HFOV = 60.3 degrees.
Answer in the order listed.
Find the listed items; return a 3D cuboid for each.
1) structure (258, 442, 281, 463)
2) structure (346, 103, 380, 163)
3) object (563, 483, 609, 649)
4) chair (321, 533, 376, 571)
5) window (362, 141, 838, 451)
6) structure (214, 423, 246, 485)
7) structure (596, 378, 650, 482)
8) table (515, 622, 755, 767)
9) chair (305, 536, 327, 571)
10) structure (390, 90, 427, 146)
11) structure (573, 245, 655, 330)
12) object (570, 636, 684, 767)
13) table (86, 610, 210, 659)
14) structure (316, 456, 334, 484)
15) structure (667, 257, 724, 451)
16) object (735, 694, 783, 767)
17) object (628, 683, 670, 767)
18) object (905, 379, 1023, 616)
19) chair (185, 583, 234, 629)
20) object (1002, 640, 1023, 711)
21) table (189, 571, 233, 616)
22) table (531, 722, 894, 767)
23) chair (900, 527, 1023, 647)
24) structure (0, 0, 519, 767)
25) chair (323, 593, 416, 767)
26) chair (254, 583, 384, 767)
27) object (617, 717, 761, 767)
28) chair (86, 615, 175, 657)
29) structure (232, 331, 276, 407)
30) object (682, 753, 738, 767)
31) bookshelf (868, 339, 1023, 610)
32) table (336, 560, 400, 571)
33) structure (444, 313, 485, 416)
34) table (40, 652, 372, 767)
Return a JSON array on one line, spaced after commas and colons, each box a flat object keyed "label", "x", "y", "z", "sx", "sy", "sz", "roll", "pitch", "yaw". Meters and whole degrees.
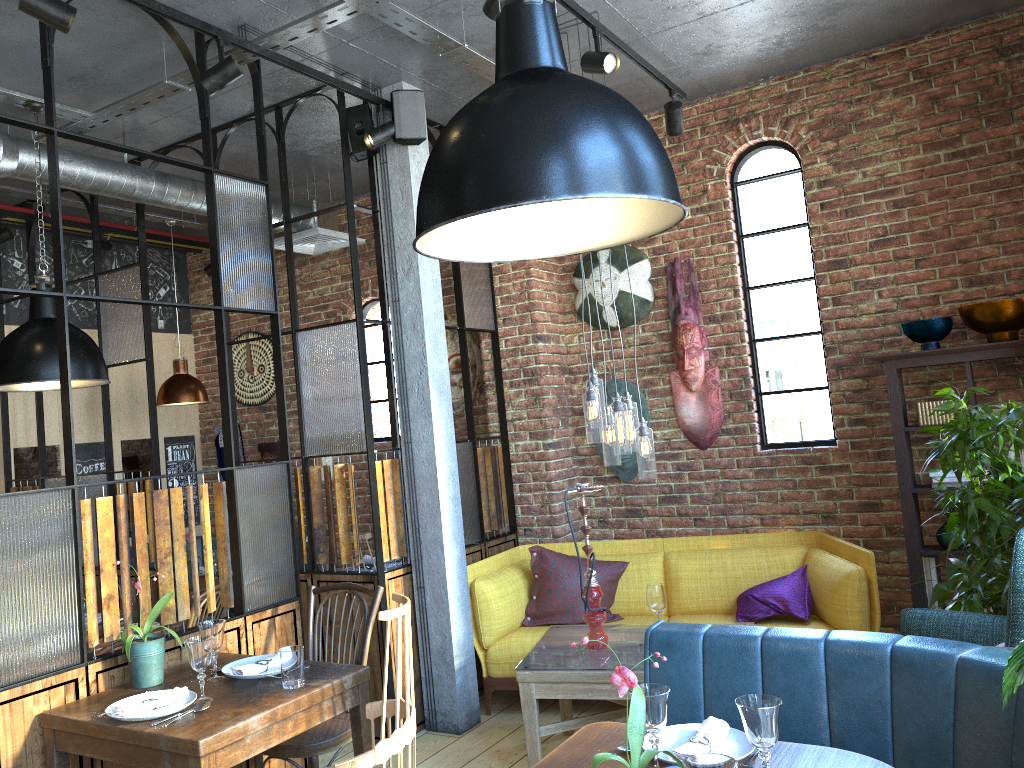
[{"label": "structure", "x": -1.890, "y": 0.788, "z": 7.032, "sx": 0.271, "sy": 0.657, "sz": 0.153, "roll": -8, "pitch": -5, "yaw": 32}, {"label": "structure", "x": -0.797, "y": -1.319, "z": 4.645, "sx": 0.186, "sy": 0.268, "sz": 0.164, "roll": -6, "pitch": -4, "yaw": 4}, {"label": "object", "x": 0.322, "y": 0.787, "z": 3.801, "sx": 0.175, "sy": 0.706, "sz": 0.251, "roll": -7, "pitch": -5, "yaw": 22}, {"label": "chair", "x": -0.787, "y": 1.293, "z": 4.729, "sx": 0.551, "sy": 1.008, "sz": 0.437, "roll": -7, "pitch": -4, "yaw": 18}, {"label": "window", "x": 0.908, "y": -0.477, "z": 2.583, "sx": 3.423, "sy": 2.435, "sz": 8.551, "roll": -5, "pitch": -3, "yaw": -5}, {"label": "structure", "x": -2.375, "y": 0.618, "z": 7.358, "sx": 0.337, "sy": 0.560, "sz": 0.109, "roll": -8, "pitch": -5, "yaw": 32}, {"label": "structure", "x": 0.662, "y": 0.283, "z": 5.409, "sx": 0.382, "sy": 0.641, "sz": 0.099, "roll": -8, "pitch": -5, "yaw": 33}, {"label": "table", "x": 0.578, "y": 1.371, "z": 3.767, "sx": 0.960, "sy": 0.509, "sz": 0.729, "roll": -6, "pitch": -3, "yaw": 17}, {"label": "chair", "x": -0.987, "y": 1.381, "z": 5.462, "sx": 0.519, "sy": 0.917, "sz": 0.406, "roll": -5, "pitch": -4, "yaw": -3}, {"label": "structure", "x": -0.534, "y": -1.350, "z": 4.474, "sx": 0.161, "sy": 0.268, "sz": 0.189, "roll": -4, "pitch": -4, "yaw": -19}, {"label": "structure", "x": 0.616, "y": -0.599, "z": 5.455, "sx": 0.553, "sy": 0.522, "sz": 0.141, "roll": -8, "pitch": -5, "yaw": 32}, {"label": "object", "x": 0.240, "y": 0.683, "z": 1.671, "sx": 0.208, "sy": 0.432, "sz": 0.142, "roll": -2, "pitch": -5, "yaw": -40}, {"label": "table", "x": -1.955, "y": 1.500, "z": 3.922, "sx": 0.758, "sy": 0.729, "sz": 0.986, "roll": -8, "pitch": -4, "yaw": 31}, {"label": "structure", "x": -1.482, "y": 0.206, "z": 6.788, "sx": 0.241, "sy": 1.123, "sz": 0.089, "roll": -8, "pitch": -5, "yaw": 32}, {"label": "structure", "x": 1.068, "y": -0.176, "z": 5.219, "sx": 0.222, "sy": 1.149, "sz": 0.230, "roll": -5, "pitch": -5, "yaw": -13}, {"label": "object", "x": 0.546, "y": 0.785, "z": 1.912, "sx": 0.094, "sy": 0.192, "sz": 0.102, "roll": -3, "pitch": -5, "yaw": -29}, {"label": "object", "x": 0.330, "y": 0.812, "z": 2.060, "sx": 0.094, "sy": 0.192, "sz": 0.102, "roll": -3, "pitch": -5, "yaw": -29}, {"label": "object", "x": 1.934, "y": 0.721, "z": 3.444, "sx": 0.738, "sy": 1.532, "sz": 0.842, "roll": -6, "pitch": -4, "yaw": 10}, {"label": "chair", "x": -1.481, "y": 1.356, "z": 3.884, "sx": 0.535, "sy": 0.917, "sz": 0.394, "roll": -7, "pitch": -4, "yaw": 16}, {"label": "object", "x": 0.772, "y": 0.266, "z": 0.773, "sx": 0.633, "sy": 0.753, "sz": 0.702, "roll": -8, "pitch": -4, "yaw": 30}, {"label": "table", "x": -2.198, "y": 1.684, "z": 6.162, "sx": 0.775, "sy": 0.604, "sz": 0.712, "roll": -7, "pitch": -4, "yaw": 31}, {"label": "table", "x": 0.243, "y": 1.228, "z": 1.570, "sx": 0.857, "sy": 0.662, "sz": 1.473, "roll": -7, "pitch": -3, "yaw": 31}, {"label": "chair", "x": 1.420, "y": 0.958, "z": 2.884, "sx": 0.773, "sy": 1.100, "sz": 1.074, "roll": -3, "pitch": -4, "yaw": -35}, {"label": "structure", "x": -3.615, "y": 0.336, "z": 3.681, "sx": 6.182, "sy": 3.334, "sz": 5.693, "roll": -6, "pitch": -3, "yaw": 15}, {"label": "chair", "x": -0.471, "y": 1.172, "z": 2.636, "sx": 0.454, "sy": 1.008, "sz": 0.531, "roll": -6, "pitch": -4, "yaw": 2}, {"label": "chair", "x": -0.735, "y": 1.263, "z": 3.336, "sx": 0.420, "sy": 0.917, "sz": 0.501, "roll": -8, "pitch": -4, "yaw": 26}, {"label": "object", "x": 0.438, "y": 0.878, "z": 2.167, "sx": 0.339, "sy": 0.051, "sz": 0.257, "roll": -7, "pitch": -3, "yaw": 35}, {"label": "chair", "x": -1.540, "y": 1.340, "z": 3.399, "sx": 0.418, "sy": 0.923, "sz": 0.574, "roll": -2, "pitch": -5, "yaw": -42}, {"label": "structure", "x": -2.146, "y": -0.124, "z": 7.237, "sx": 0.689, "sy": 0.621, "sz": 0.076, "roll": -7, "pitch": -5, "yaw": 30}, {"label": "object", "x": 0.371, "y": 0.788, "z": 1.605, "sx": 0.094, "sy": 0.192, "sz": 0.102, "roll": -3, "pitch": -5, "yaw": -29}, {"label": "bookshelf", "x": 2.275, "y": 0.650, "z": 4.204, "sx": 0.850, "sy": 1.672, "sz": 0.303, "roll": -8, "pitch": -5, "yaw": 32}, {"label": "table", "x": -0.561, "y": 1.430, "z": 5.226, "sx": 0.781, "sy": 0.729, "sz": 0.718, "roll": -8, "pitch": -4, "yaw": 31}, {"label": "structure", "x": -0.463, "y": -0.135, "z": 6.144, "sx": 0.613, "sy": 0.728, "sz": 0.121, "roll": -8, "pitch": -5, "yaw": 32}, {"label": "table", "x": -0.957, "y": 1.362, "z": 2.871, "sx": 0.781, "sy": 0.729, "sz": 0.718, "roll": -8, "pitch": -4, "yaw": 31}]
